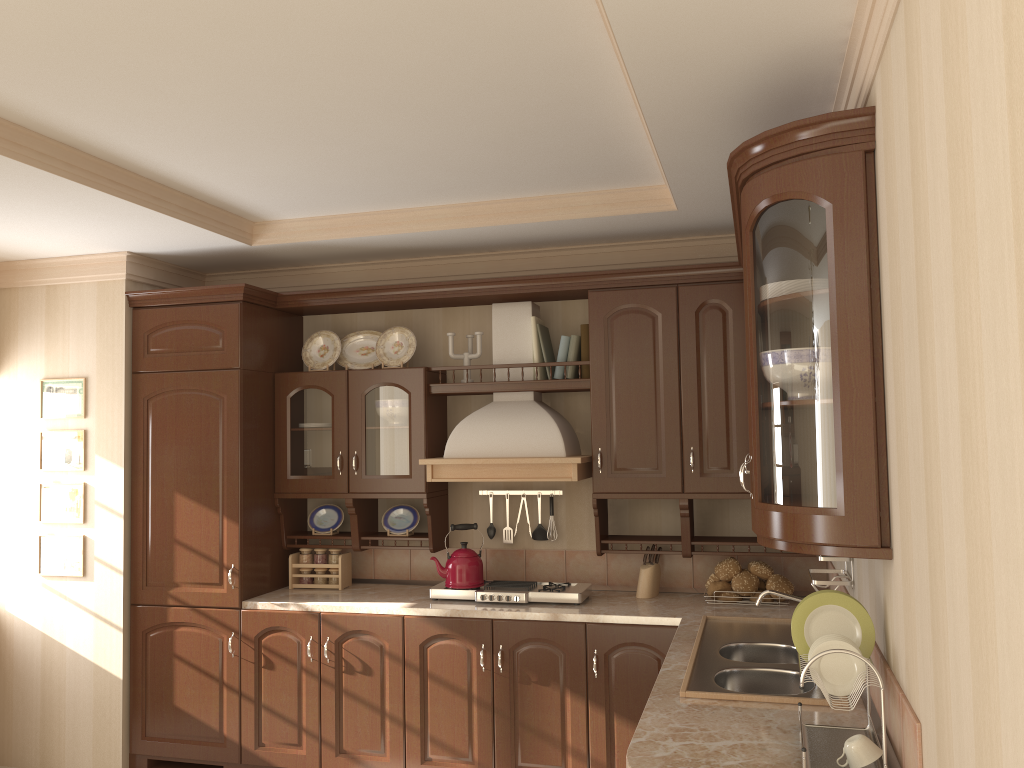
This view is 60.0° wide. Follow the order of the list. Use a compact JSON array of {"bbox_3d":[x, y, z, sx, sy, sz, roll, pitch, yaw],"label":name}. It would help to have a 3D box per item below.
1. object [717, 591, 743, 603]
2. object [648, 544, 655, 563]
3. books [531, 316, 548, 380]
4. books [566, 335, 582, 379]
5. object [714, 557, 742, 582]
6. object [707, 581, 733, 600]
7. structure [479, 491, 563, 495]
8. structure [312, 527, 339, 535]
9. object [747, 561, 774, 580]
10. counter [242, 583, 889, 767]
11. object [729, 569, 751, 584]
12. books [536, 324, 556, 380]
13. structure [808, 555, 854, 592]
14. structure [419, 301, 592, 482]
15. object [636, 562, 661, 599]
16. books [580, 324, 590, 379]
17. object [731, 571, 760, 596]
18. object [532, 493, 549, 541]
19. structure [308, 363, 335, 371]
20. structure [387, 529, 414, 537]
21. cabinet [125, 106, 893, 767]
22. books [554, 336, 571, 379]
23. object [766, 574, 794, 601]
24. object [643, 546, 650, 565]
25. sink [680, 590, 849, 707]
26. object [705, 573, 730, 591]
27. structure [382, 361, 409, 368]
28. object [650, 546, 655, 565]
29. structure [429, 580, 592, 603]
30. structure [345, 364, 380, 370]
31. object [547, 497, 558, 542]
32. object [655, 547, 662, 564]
[{"bbox_3d":[0.960,0.927,3.905,0.114,0.058,0.119,0,-4,-20],"label":"object"},{"bbox_3d":[0.637,0.836,4.090,0.052,0.191,0.027,1,-4,-29],"label":"object"},{"bbox_3d":[0.135,-0.164,4.270,0.042,0.305,0.194,-2,-3,15],"label":"books"},{"bbox_3d":[0.305,-0.121,4.212,0.080,0.209,0.205,-2,-3,15],"label":"books"},{"bbox_3d":[0.954,0.819,3.917,0.118,0.105,0.100,-2,-3,10],"label":"object"},{"bbox_3d":[0.915,0.908,3.897,0.114,0.092,0.104,1,-4,-28],"label":"object"},{"bbox_3d":[0.041,0.534,4.359,0.422,0.020,0.008,-2,-3,15],"label":"structure"},{"bbox_3d":[-0.947,0.701,4.509,0.110,0.126,0.080,-2,-3,15],"label":"structure"},{"bbox_3d":[1.094,0.817,3.896,0.112,0.078,0.125,-2,-3,10],"label":"object"},{"bbox_3d":[-0.164,0.951,3.164,2.603,0.034,2.422,-2,-3,15],"label":"counter"},{"bbox_3d":[1.025,0.862,3.950,0.113,0.092,0.110,0,-4,-22],"label":"object"},{"bbox_3d":[0.174,-0.147,4.265,0.068,0.271,0.194,-2,-3,15],"label":"books"},{"bbox_3d":[1.065,0.519,2.987,0.131,0.361,0.256,-2,-3,15],"label":"structure"},{"bbox_3d":[-0.008,0.026,4.185,0.753,0.845,0.455,-2,-3,15],"label":"structure"},{"bbox_3d":[0.629,0.897,4.063,0.151,0.148,0.078,1,-4,-37],"label":"object"},{"bbox_3d":[0.368,-0.146,4.198,0.052,0.254,0.205,-2,-3,15],"label":"books"},{"bbox_3d":[1.010,0.865,3.850,0.110,0.102,0.115,-4,-5,44],"label":"object"},{"bbox_3d":[0.138,0.648,4.332,0.088,0.236,0.028,-2,-3,15],"label":"object"},{"bbox_3d":[-0.964,-0.122,4.496,0.110,0.126,0.080,-2,-3,15],"label":"structure"},{"bbox_3d":[-0.552,0.688,4.397,0.110,0.126,0.080,-2,-3,15],"label":"structure"},{"bbox_3d":[-0.457,0.624,3.274,3.226,2.313,2.436,-2,-3,15],"label":"cabinet"},{"bbox_3d":[0.258,-0.119,4.234,0.086,0.209,0.205,-2,-3,15],"label":"books"},{"bbox_3d":[1.150,0.873,3.810,0.117,0.106,0.097,1,-4,-29],"label":"object"},{"bbox_3d":[0.610,0.846,4.077,0.053,0.198,0.027,-1,-3,-1],"label":"object"},{"bbox_3d":[0.832,0.836,2.963,0.448,0.348,1.077,-2,-3,15],"label":"sink"},{"bbox_3d":[0.921,0.894,3.969,0.123,0.109,0.092,0,-3,-17],"label":"object"},{"bbox_3d":[-0.578,-0.135,4.389,0.110,0.126,0.080,-2,-3,15],"label":"structure"},{"bbox_3d":[0.640,0.839,4.056,0.053,0.198,0.027,-1,-3,-1],"label":"object"},{"bbox_3d":[-0.013,0.944,4.048,0.710,0.054,0.325,-2,-3,15],"label":"structure"},{"bbox_3d":[-0.757,-0.126,4.496,0.154,0.126,0.080,-2,-3,15],"label":"structure"},{"bbox_3d":[0.193,0.657,4.302,0.049,0.219,0.049,-1,-3,-7],"label":"object"},{"bbox_3d":[0.668,0.830,4.082,0.050,0.159,0.022,0,-3,-15],"label":"object"}]
